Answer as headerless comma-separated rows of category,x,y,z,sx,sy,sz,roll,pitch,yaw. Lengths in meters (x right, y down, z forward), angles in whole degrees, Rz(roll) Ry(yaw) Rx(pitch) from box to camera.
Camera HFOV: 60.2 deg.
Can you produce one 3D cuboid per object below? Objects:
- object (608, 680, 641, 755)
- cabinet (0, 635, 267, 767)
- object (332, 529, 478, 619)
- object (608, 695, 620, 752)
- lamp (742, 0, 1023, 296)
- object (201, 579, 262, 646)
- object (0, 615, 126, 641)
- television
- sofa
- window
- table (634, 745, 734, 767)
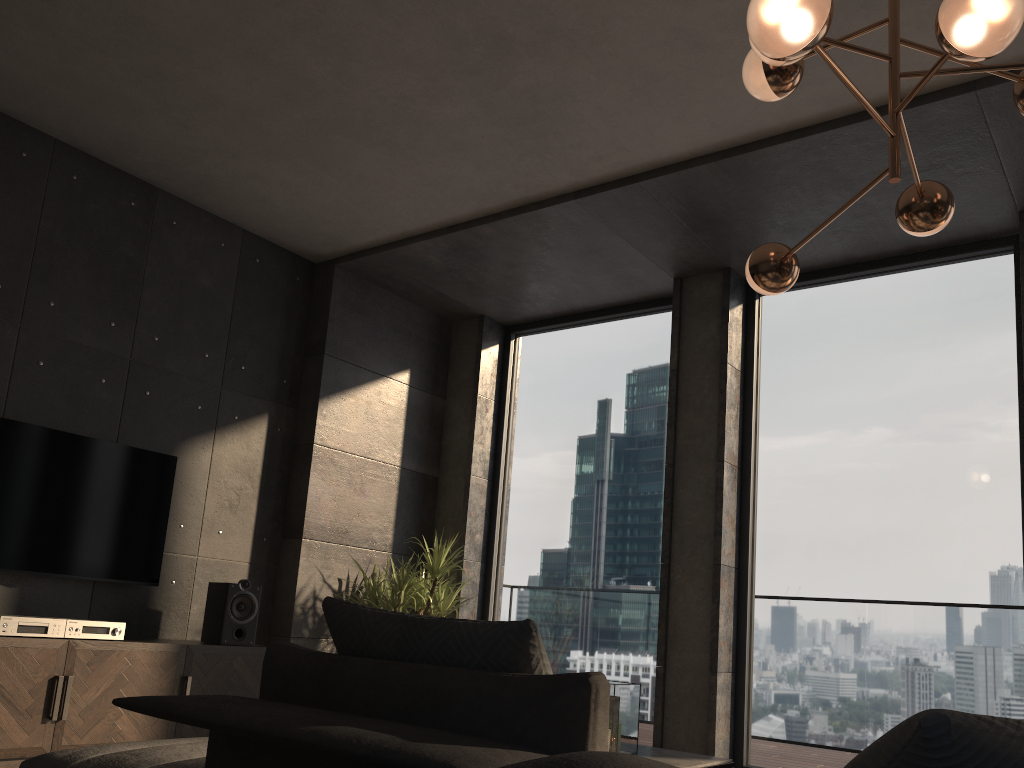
object,0.351,1.268,3.369,0.197,0.256,0.202,-5,-16,37
cabinet,-2.200,1.439,4.055,0.542,0.541,2.446,-5,-18,36
object,-0.733,1.591,5.677,0.956,1.337,1.038,9,-13,-21
object,0.279,1.226,3.164,0.150,0.217,0.150,-5,-15,37
lamp,1.207,-1.004,2.615,1.014,1.020,1.493,1,-14,13
object,-1.533,1.245,4.835,0.200,0.348,0.251,15,-16,-41
object,-2.120,1.124,4.072,0.271,0.086,0.582,-7,-19,36
television,-2.290,0.596,4.384,0.057,0.723,1.286,-4,-16,36
sofa,0.262,0.942,2.011,2.921,0.770,2.056,-7,-19,36
window,2.757,0.636,4.277,7.293,2.948,0.202,-7,-15,37
table,0.201,1.530,3.307,0.934,0.303,0.945,-7,-19,36
